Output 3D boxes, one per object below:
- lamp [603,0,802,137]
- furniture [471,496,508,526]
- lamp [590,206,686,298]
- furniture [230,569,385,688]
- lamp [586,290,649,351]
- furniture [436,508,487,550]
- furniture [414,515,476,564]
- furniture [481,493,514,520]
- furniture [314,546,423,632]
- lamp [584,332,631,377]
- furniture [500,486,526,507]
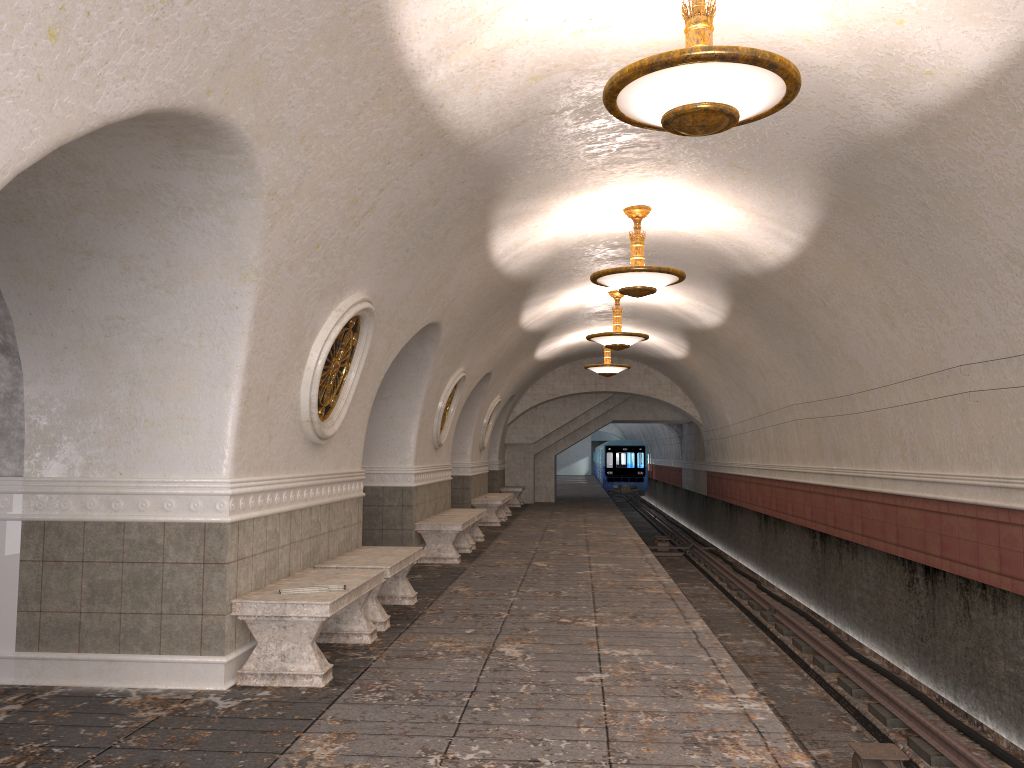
[{"bbox_3d":[0.979,-1.773,4.640,1.008,0.955,1.008,1,-5,-12],"label":"lamp"},{"bbox_3d":[-0.444,2.563,17.929,0.613,0.508,1.509,0,-5,4],"label":"furniture"},{"bbox_3d":[1.336,-1.389,9.441,1.008,0.955,1.008,-1,-5,20],"label":"lamp"},{"bbox_3d":[-1.329,1.609,6.016,0.613,0.508,1.509,0,-5,4],"label":"furniture"},{"bbox_3d":[1.692,-1.004,14.241,1.008,0.955,1.008,-1,-5,20],"label":"lamp"},{"bbox_3d":[-0.761,2.222,13.673,0.613,0.508,1.509,0,-5,4],"label":"furniture"},{"bbox_3d":[-0.885,2.088,12.002,0.613,0.508,1.509,0,-5,4],"label":"furniture"},{"bbox_3d":[-0.320,2.697,19.600,0.613,0.508,1.509,0,-5,4],"label":"furniture"},{"bbox_3d":[-1.205,1.742,7.688,0.613,0.508,1.509,0,-5,4],"label":"furniture"},{"bbox_3d":[2.049,-0.620,19.042,1.008,0.955,1.008,4,-6,-40],"label":"lamp"},{"bbox_3d":[0.021,3.065,24.194,0.613,0.508,1.509,0,-5,4],"label":"furniture"}]
